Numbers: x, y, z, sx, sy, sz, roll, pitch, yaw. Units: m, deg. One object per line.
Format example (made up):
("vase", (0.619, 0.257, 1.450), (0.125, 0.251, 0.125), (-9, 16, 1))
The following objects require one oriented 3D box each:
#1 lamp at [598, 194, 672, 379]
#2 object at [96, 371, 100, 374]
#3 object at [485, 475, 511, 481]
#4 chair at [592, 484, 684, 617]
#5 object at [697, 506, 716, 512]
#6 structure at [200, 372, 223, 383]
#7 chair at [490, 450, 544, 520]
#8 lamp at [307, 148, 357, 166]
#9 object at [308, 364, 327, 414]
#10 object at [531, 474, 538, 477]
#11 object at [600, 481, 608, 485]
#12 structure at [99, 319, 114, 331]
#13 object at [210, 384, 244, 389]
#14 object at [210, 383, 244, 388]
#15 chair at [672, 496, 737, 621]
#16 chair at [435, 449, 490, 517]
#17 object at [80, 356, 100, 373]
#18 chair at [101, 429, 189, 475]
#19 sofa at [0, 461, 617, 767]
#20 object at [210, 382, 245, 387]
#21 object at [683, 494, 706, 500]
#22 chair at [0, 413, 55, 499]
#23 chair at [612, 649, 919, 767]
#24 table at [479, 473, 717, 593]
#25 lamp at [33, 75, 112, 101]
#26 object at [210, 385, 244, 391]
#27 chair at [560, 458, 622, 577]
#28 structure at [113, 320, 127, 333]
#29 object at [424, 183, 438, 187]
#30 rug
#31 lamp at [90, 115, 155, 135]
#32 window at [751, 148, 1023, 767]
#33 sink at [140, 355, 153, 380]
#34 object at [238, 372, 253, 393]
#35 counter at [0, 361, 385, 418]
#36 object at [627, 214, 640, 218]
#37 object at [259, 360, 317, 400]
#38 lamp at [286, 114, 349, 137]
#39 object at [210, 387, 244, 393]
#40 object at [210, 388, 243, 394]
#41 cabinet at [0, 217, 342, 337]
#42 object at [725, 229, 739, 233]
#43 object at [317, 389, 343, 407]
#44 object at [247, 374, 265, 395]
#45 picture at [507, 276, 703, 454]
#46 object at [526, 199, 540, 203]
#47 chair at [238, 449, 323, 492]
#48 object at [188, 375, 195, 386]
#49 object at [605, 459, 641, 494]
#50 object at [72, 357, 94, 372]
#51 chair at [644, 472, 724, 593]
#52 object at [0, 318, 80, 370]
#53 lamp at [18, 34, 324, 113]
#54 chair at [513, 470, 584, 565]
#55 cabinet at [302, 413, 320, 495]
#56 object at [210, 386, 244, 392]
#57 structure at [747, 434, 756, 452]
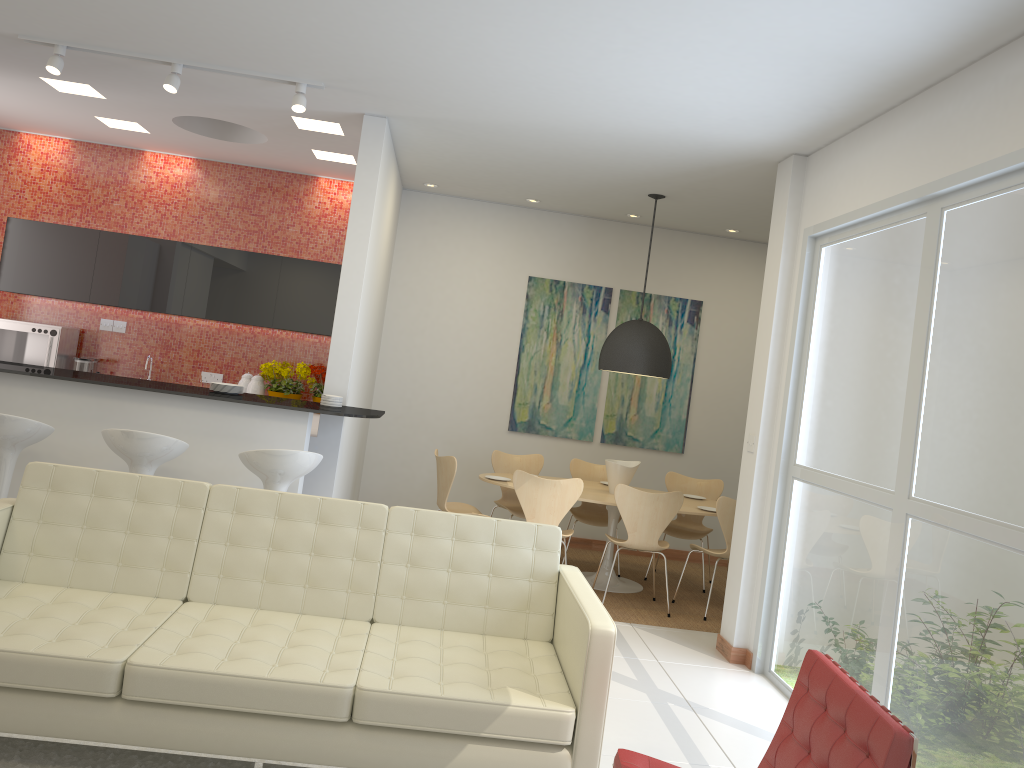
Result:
("lamp", (1.100, -0.820, 7.307), (0.594, 1.497, 0.593), (8, -2, -2))
("object", (-3.771, -0.066, 8.053), (0.037, 0.093, 0.037), (8, -2, -4))
("object", (-0.112, 0.755, 7.058), (0.210, 0.015, 0.209), (8, 1, 17))
("chair", (0.928, 1.192, 6.561), (0.521, 0.909, 0.515), (8, -2, -4))
("object", (1.555, 0.984, 6.924), (0.209, 0.015, 0.211), (7, 1, -40))
("structure", (-2.812, -0.054, 8.291), (0.198, 0.099, 0.016), (8, -3, -4))
("chair", (0.071, 1.062, 7.581), (0.519, 0.909, 0.516), (9, -2, -25))
("lamp", (-1.509, -1.948, 7.545), (0.408, 0.034, 0.408), (8, 1, -4))
("object", (-1.628, 0.054, 8.045), (0.501, 0.450, 0.523), (8, -1, -25))
("object", (0.119, 0.780, 7.546), (0.210, 0.015, 0.209), (8, 1, 17))
("object", (0.876, 0.880, 7.759), (0.210, 0.015, 0.210), (8, 1, 13))
("structure", (-3.771, -0.549, 8.234), (0.114, 0.105, 0.013), (8, -3, -4))
("object", (-1.815, 0.022, 5.640), (0.211, 0.015, 0.209), (8, 1, 39))
("object", (-1.814, 0.015, 5.640), (0.211, 0.015, 0.209), (8, 1, 39))
("chair", (1.617, 1.284, 6.699), (0.520, 0.909, 0.516), (8, -2, -21))
("chair", (-0.402, 1.006, 6.925), (0.514, 0.909, 0.522), (8, -2, -20))
("object", (-3.892, -0.134, 8.123), (0.172, 0.216, 0.171), (7, -1, 14))
("chair", (-2.072, 0.745, 4.859), (0.457, 1.023, 0.463), (8, -2, 7))
("sofa", (-0.965, 0.955, 3.512), (2.563, 0.925, 1.000), (8, -1, -4))
("object", (-1.813, 0.008, 5.640), (0.211, 0.015, 0.209), (8, 1, 39))
("object", (1.568, 0.976, 7.631), (0.209, 0.015, 0.211), (7, 1, -26))
("chair", (-2.794, 0.648, 4.805), (0.457, 1.023, 0.463), (8, -2, 7))
("chair", (0.685, 1.250, 2.587), (0.706, 0.819, 0.699), (8, -1, 1))
("table", (0.801, 1.253, 7.222), (2.260, 0.731, 1.279), (8, 0, -4))
("lamp", (-3.176, -2.161, 6.421), (0.408, 0.034, 0.408), (8, 1, -4))
("object", (-1.816, 0.029, 5.639), (0.211, 0.015, 0.209), (8, 1, 39))
("chair", (0.717, 1.148, 7.722), (0.521, 0.909, 0.515), (8, -2, 0))
("structure", (-3.654, -0.533, 8.245), (0.114, 0.105, 0.008), (8, -3, -4))
("object", (-0.750, -1.833, 8.169), (0.130, 0.010, 0.129), (8, 1, 41))
("rug", (-1.028, 1.429, 2.312), (3.326, 0.005, 2.441), (8, 1, -3))
("lamp", (-3.256, -2.184, 7.414), (0.408, 0.034, 0.408), (8, 1, -4))
("window", (1.823, 0.435, 3.719), (0.121, 2.720, 3.430), (8, -1, -5))
("sink", (-3.327, 0.005, 8.013), (0.807, 0.539, 0.416), (8, -1, -4))
("object", (-2.438, 0.031, 8.128), (0.159, 0.284, 0.160), (9, -2, -43))
("counter", (-2.289, 0.003, 5.482), (2.962, 0.019, 0.735), (8, 1, -4))
("object", (1.140, -1.577, 8.311), (0.130, 0.010, 0.129), (8, 1, 41))
("object", (-2.043, -0.002, 8.010), (0.522, 0.450, 0.502), (8, -1, -2))
("lamp", (-1.430, -1.925, 6.553), (0.408, 0.034, 0.408), (8, 1, -4))
("object", (-1.818, 0.043, 5.639), (0.211, 0.015, 0.209), (8, 1, 39))
("object", (-1.819, 0.050, 5.638), (0.211, 0.015, 0.209), (8, 1, 39))
("cabinet", (-2.942, -0.947, 8.143), (3.240, 0.661, 0.351), (8, -2, -4))
("object", (2.085, -1.449, 8.382), (0.130, 0.010, 0.129), (8, 1, 41))
("object", (-1.190, 0.090, 5.776), (0.173, 0.098, 0.140), (8, 0, -12))
("object", (-2.309, 0.050, 7.989), (0.159, 0.284, 0.160), (9, -2, -43))
("picture", (0.916, -0.183, 8.591), (1.737, 1.511, 0.020), (8, -3, -4))
("object", (0.195, -1.705, 8.240), (0.130, 0.010, 0.129), (8, 1, 41))
("chair", (-1.348, 0.843, 4.917), (0.456, 1.023, 0.465), (8, -2, -18))
("object", (-2.843, 0.019, 7.945), (0.164, 0.178, 0.011), (8, -3, 9))
("object", (0.881, 0.755, 7.230), (0.272, 0.280, 0.260), (7, -1, 31))
("object", (-3.835, -0.123, 7.894), (0.172, 0.216, 0.171), (7, -1, 14))
("chair", (1.501, 1.255, 7.660), (0.522, 0.909, 0.513), (7, -2, 20))
("object", (-4.349, -0.320, 7.908), (0.721, 0.472, 0.435), (8, -1, -4))
("lamp", (-2.081, -1.882, 5.409), (1.820, 0.200, 0.112), (8, -2, -4))
("chair", (0.218, 1.096, 6.535), (0.521, 0.909, 0.514), (8, -2, 3))
("cabinet", (-3.109, 0.593, 7.013), (3.333, 0.987, 2.493), (8, 0, -4))
("object", (-1.817, 0.036, 5.639), (0.211, 0.015, 0.209), (8, 1, 39))
("structure", (1.513, 0.376, 5.608), (0.013, 0.105, 0.114), (8, -1, -5))
